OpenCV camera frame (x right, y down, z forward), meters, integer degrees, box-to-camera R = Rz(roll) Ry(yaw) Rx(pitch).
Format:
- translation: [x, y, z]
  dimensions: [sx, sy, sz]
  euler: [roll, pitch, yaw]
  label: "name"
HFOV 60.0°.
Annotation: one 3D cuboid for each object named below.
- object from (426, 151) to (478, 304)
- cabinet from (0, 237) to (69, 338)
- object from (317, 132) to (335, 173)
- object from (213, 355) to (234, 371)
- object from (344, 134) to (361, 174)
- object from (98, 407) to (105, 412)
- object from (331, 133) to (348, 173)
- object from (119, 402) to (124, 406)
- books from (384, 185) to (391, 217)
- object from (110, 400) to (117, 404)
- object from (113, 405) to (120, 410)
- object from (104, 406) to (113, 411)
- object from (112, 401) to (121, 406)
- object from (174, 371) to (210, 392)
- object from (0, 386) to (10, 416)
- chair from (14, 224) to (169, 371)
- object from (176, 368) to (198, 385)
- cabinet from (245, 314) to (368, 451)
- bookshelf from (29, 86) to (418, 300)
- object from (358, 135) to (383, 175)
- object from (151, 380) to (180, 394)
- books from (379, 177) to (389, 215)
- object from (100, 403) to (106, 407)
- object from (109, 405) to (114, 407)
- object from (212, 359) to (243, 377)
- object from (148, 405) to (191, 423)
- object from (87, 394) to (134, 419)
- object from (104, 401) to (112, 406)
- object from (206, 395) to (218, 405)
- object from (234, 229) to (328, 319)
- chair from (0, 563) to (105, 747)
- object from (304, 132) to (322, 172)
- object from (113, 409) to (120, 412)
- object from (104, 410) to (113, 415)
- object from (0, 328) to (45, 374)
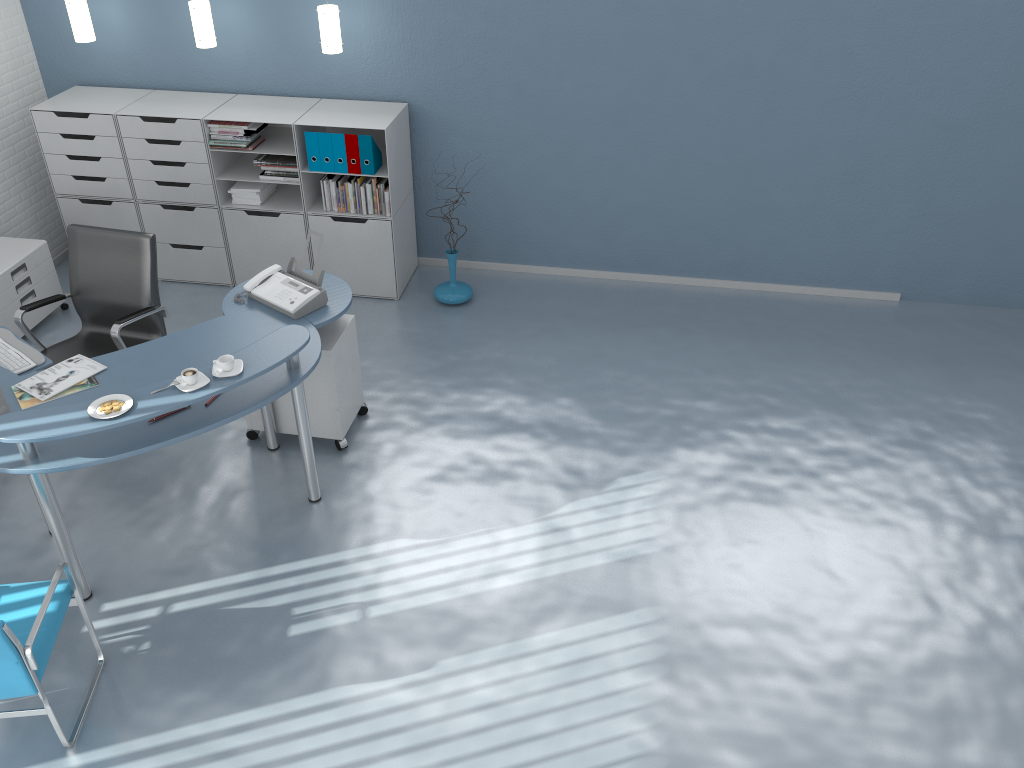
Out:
- translation: [-0.343, -0.963, 5.613]
  dimensions: [0.357, 0.972, 0.312]
  euler: [-9, 35, -13]
  label: "object"
- translation: [-3.186, -0.373, 5.160]
  dimensions: [0.447, 0.484, 1.259]
  euler: [5, 34, 7]
  label: "cabinet"
- translation: [-1.114, -1.455, 5.460]
  dimensions: [0.082, 0.247, 0.181]
  euler: [5, 34, 7]
  label: "object"
- translation: [-1.135, -0.081, 3.514]
  dimensions: [0.078, 0.049, 0.062]
  euler: [18, 38, 25]
  label: "object"
- translation: [-0.949, -1.439, 5.439]
  dimensions: [0.082, 0.247, 0.181]
  euler: [5, 34, 7]
  label: "object"
- translation: [-1.523, 0.093, 3.297]
  dimensions: [0.027, 0.005, 0.025]
  euler: [-25, 41, -32]
  label: "object"
- translation: [-1.031, -1.447, 5.450]
  dimensions: [0.082, 0.247, 0.181]
  euler: [5, 34, 7]
  label: "object"
- translation: [-1.468, 0.076, 3.324]
  dimensions: [0.025, 0.005, 0.027]
  euler: [-1, 34, -2]
  label: "object"
- translation: [-0.763, -1.164, 5.582]
  dimensions: [0.032, 0.163, 0.178]
  euler: [5, 34, 7]
  label: "books"
- translation: [-1.499, 0.068, 3.335]
  dimensions: [0.027, 0.005, 0.025]
  euler: [-14, 37, -20]
  label: "object"
- translation: [-1.470, 0.089, 3.297]
  dimensions: [0.025, 0.005, 0.027]
  euler: [-6, 35, -9]
  label: "object"
- translation: [-1.500, 0.089, 3.296]
  dimensions: [0.027, 0.005, 0.025]
  euler: [8, 35, 11]
  label: "object"
- translation: [-1.482, 0.073, 3.320]
  dimensions: [0.027, 0.005, 0.025]
  euler: [0, 34, 0]
  label: "object"
- translation: [-1.243, -0.006, 3.444]
  dimensions: [0.119, 0.016, 0.119]
  euler: [-28, 43, -35]
  label: "object"
- translation: [-2.192, 0.034, 3.398]
  dimensions: [0.392, 0.273, 0.197]
  euler: [8, 35, 12]
  label: "object"
- translation: [-2.121, -0.231, 4.541]
  dimensions: [0.584, 0.948, 0.652]
  euler: [8, 35, 12]
  label: "chair"
- translation: [-1.250, -0.025, 3.430]
  dimensions: [0.078, 0.049, 0.062]
  euler: [0, 34, -1]
  label: "object"
- translation: [-1.080, -0.031, 4.560]
  dimensions: [0.559, 0.605, 0.383]
  euler: [6, 35, 9]
  label: "cabinet"
- translation: [-1.840, -1.280, 5.910]
  dimensions: [2.294, 1.141, 0.521]
  euler: [5, 34, 7]
  label: "bookshelf"
- translation: [-0.866, -1.432, 5.428]
  dimensions: [0.082, 0.247, 0.181]
  euler: [5, 34, 7]
  label: "object"
- translation: [-1.333, 0.010, 3.413]
  dimensions: [0.119, 0.021, 0.025]
  euler: [-21, 39, -28]
  label: "object"
- translation: [-0.792, -1.190, 5.584]
  dimensions: [0.032, 0.203, 0.157]
  euler: [5, 34, 7]
  label: "books"
- translation: [-1.527, 0.078, 3.320]
  dimensions: [0.027, 0.005, 0.025]
  euler: [-13, 36, -19]
  label: "object"
- translation: [-1.495, 0.083, 3.313]
  dimensions: [0.027, 0.005, 0.025]
  euler: [-3, 34, -5]
  label: "object"
- translation: [-1.129, -0.059, 3.524]
  dimensions: [0.119, 0.016, 0.119]
  euler: [-7, 35, -10]
  label: "object"
- translation: [-1.358, 0.116, 3.514]
  dimensions: [0.178, 0.013, 0.013]
  euler: [-27, 43, -34]
  label: "object"
- translation: [-1.495, 0.087, 3.305]
  dimensions: [0.162, 0.011, 0.162]
  euler: [-24, 41, -31]
  label: "object"
- translation: [-1.514, 0.073, 3.320]
  dimensions: [0.025, 0.005, 0.027]
  euler: [-21, 40, -28]
  label: "object"
- translation: [-1.198, 0.029, 3.647]
  dimensions: [0.011, 0.010, 0.200]
  euler: [11, 36, 15]
  label: "object"
- translation: [-1.086, -0.541, 4.249]
  dimensions: [0.405, 0.280, 0.399]
  euler: [25, 41, 31]
  label: "object"
- translation: [-1.830, 0.913, 3.072]
  dimensions: [0.542, 0.707, 0.543]
  euler: [-3, 34, -5]
  label: "chair"
- translation: [-1.196, -1.462, 5.471]
  dimensions: [0.082, 0.247, 0.181]
  euler: [5, 34, 7]
  label: "object"
- translation: [-1.470, 0.094, 3.296]
  dimensions: [0.025, 0.005, 0.027]
  euler: [-11, 36, -16]
  label: "object"
- translation: [-1.496, 0.103, 3.284]
  dimensions: [0.027, 0.005, 0.025]
  euler: [-28, 43, -35]
  label: "object"
- translation: [-2.329, -0.140, 3.996]
  dimensions: [0.478, 0.028, 0.276]
  euler: [25, 41, 32]
  label: "object"
